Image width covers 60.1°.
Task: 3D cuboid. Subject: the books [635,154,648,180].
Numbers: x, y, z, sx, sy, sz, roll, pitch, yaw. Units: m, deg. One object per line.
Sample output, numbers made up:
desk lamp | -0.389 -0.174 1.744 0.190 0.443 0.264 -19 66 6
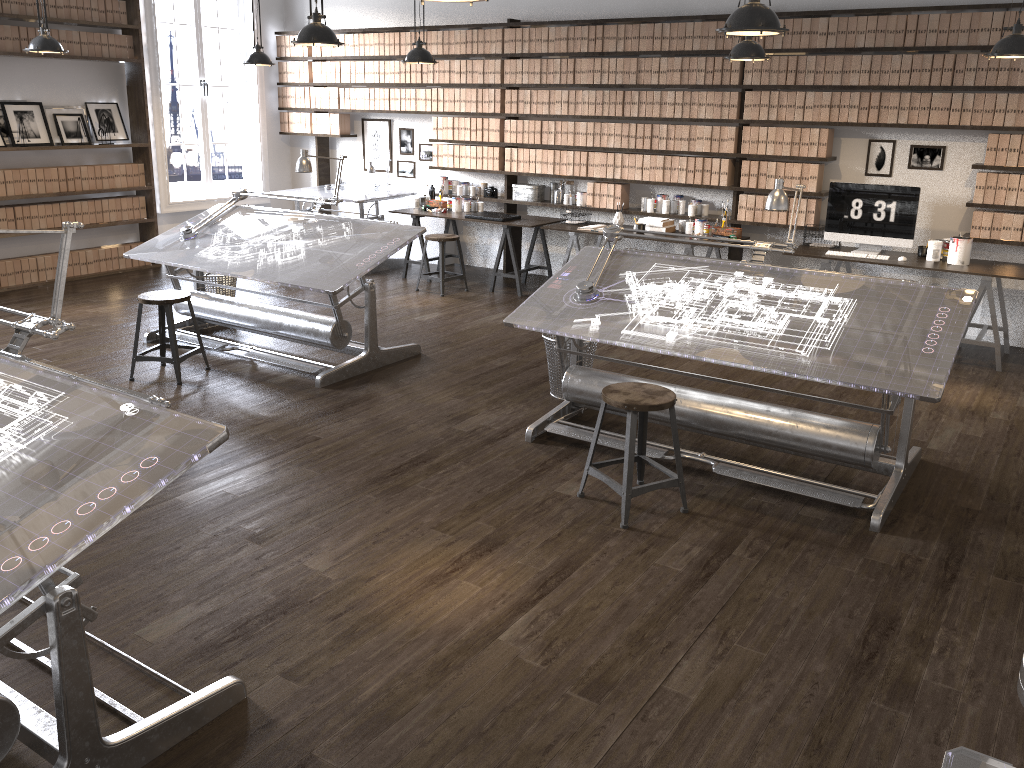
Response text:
books | 1.173 -1.937 7.910 0.067 0.223 0.176 11 19 32

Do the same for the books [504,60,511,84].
books | 0.001 -2.979 8.462 0.067 0.223 0.176 11 19 32

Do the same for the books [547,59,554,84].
books | 0.402 -2.890 8.207 0.067 0.223 0.176 11 19 32

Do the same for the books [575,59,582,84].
books | 0.645 -2.837 8.054 0.067 0.222 0.176 11 19 32

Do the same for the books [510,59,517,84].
books | 0.059 -2.965 8.424 0.067 0.223 0.176 11 19 32

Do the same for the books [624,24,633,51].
books | 1.053 -3.013 7.728 0.067 0.223 0.176 11 19 32

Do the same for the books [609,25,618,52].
books | 0.930 -3.037 7.797 0.067 0.223 0.176 11 19 32

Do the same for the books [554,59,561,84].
books | 0.458 -2.876 8.166 0.067 0.223 0.176 11 19 32

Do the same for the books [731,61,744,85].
books | 1.867 -2.567 7.275 0.067 0.222 0.176 11 19 32

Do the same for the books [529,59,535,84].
books | 0.230 -2.928 8.315 0.067 0.222 0.176 11 19 32

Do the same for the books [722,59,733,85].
books | 1.805 -2.581 7.317 0.067 0.222 0.176 11 19 32

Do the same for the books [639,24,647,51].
books | 1.172 -2.985 7.649 0.067 0.222 0.176 11 19 32

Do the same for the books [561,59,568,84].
books | 0.520 -2.864 8.133 0.067 0.223 0.176 11 19 32

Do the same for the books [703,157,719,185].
books | 1.702 -1.823 7.580 0.067 0.222 0.176 11 19 32

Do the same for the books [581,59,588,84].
books | 0.698 -2.824 8.017 0.067 0.222 0.176 11 19 32

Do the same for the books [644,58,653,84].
books | 1.219 -2.710 7.688 0.067 0.223 0.176 11 19 32

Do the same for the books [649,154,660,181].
books | 1.287 -1.913 7.842 0.067 0.222 0.176 11 19 32

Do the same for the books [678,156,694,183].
books | 1.516 -1.862 7.693 0.067 0.223 0.176 11 19 32

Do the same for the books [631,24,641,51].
books | 1.110 -2.999 7.689 0.067 0.223 0.176 11 19 32

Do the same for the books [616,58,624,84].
books | 0.993 -2.759 7.828 0.067 0.222 0.176 11 19 32

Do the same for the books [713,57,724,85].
books | 1.740 -2.594 7.352 0.067 0.223 0.176 11 19 32

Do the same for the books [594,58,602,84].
books | 0.809 -2.798 7.942 0.067 0.223 0.176 11 19 32

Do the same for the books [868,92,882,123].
books | 2.782 -2.107 6.756 0.067 0.223 0.176 11 19 32

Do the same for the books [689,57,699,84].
books | 1.562 -2.635 7.471 0.067 0.223 0.176 11 19 32

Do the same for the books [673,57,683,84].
books | 1.443 -2.659 7.539 0.067 0.223 0.176 11 19 32

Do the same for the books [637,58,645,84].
books | 1.162 -2.723 7.726 0.067 0.223 0.176 11 19 32

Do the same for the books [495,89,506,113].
books | -0.089 -2.742 8.584 0.067 0.223 0.176 11 19 32

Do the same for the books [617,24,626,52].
books | 0.993 -3.024 7.762 0.067 0.223 0.176 11 19 32

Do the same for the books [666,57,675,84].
books | 1.390 -2.672 7.578 0.067 0.222 0.176 11 19 32

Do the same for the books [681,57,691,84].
books | 1.503 -2.648 7.508 0.067 0.223 0.176 11 19 32

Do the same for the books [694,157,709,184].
books | 1.637 -1.835 7.615 0.067 0.223 0.176 11 19 32

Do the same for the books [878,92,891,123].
books | 2.847 -2.094 6.721 0.067 0.222 0.176 11 19 32

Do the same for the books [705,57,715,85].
books | 1.681 -2.609 7.396 0.067 0.223 0.176 11 19 32

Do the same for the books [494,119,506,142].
books | -0.096 -2.475 8.648 0.067 0.223 0.176 11 19 32

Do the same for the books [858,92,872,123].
books | 2.723 -2.122 6.800 0.067 0.223 0.176 11 19 32

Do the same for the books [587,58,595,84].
books | 0.748 -2.811 7.980 0.067 0.223 0.176 11 19 32

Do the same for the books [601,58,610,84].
books | 0.871 -2.786 7.906 0.067 0.223 0.176 11 19 32

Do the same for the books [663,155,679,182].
books | 1.400 -1.889 7.772 0.067 0.223 0.176 11 19 32

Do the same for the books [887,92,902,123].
books | 2.898 -2.081 6.681 0.067 0.223 0.176 11 19 32

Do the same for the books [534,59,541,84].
books | 0.283 -2.914 8.276 0.067 0.223 0.176 11 19 32

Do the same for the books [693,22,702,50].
books | 1.580 -2.895 7.389 0.067 0.222 0.176 11 19 32

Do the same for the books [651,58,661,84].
books | 1.276 -2.696 7.647 0.067 0.223 0.176 11 19 32

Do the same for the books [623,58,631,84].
books | 1.047 -2.748 7.796 0.067 0.222 0.176 11 19 32

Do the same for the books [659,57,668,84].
books | 1.337 -2.683 7.610 0.067 0.222 0.176 11 19 32

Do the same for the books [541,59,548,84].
books | 0.342 -2.903 8.245 0.067 0.223 0.176 11 19 32

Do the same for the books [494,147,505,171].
books | -0.103 -2.218 8.720 0.067 0.223 0.176 11 19 32

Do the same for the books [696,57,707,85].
books | 1.619 -2.621 7.430 0.067 0.223 0.176 11 19 32

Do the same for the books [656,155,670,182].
books | 1.341 -1.900 7.803 0.067 0.223 0.176 11 19 32

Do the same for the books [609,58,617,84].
books | 0.932 -2.772 7.865 0.067 0.223 0.176 11 19 32

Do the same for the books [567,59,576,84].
books | 0.580 -2.849 8.088 0.067 0.223 0.176 11 19 32

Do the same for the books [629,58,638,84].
books | 1.100 -2.734 7.757 0.067 0.223 0.176 11 19 32

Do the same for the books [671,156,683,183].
books | 1.459 -1.876 7.734 0.067 0.223 0.176 11 19 32

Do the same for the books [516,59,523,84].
books | 0.115 -2.952 8.384 0.067 0.223 0.176 11 19 32

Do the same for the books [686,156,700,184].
books | 1.578 -1.850 7.659 0.067 0.223 0.176 11 19 32

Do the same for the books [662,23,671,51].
books | 1.345 -2.947 7.538 0.067 0.223 0.176 11 19 32

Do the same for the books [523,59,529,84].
books | 0.177 -2.939 8.347 0.067 0.222 0.176 11 19 32

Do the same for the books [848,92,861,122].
books | 2.661 -2.134 6.834 0.067 0.223 0.176 11 19 32

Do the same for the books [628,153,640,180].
books | 1.116 -1.951 7.951 0.067 0.223 0.176 11 19 32
